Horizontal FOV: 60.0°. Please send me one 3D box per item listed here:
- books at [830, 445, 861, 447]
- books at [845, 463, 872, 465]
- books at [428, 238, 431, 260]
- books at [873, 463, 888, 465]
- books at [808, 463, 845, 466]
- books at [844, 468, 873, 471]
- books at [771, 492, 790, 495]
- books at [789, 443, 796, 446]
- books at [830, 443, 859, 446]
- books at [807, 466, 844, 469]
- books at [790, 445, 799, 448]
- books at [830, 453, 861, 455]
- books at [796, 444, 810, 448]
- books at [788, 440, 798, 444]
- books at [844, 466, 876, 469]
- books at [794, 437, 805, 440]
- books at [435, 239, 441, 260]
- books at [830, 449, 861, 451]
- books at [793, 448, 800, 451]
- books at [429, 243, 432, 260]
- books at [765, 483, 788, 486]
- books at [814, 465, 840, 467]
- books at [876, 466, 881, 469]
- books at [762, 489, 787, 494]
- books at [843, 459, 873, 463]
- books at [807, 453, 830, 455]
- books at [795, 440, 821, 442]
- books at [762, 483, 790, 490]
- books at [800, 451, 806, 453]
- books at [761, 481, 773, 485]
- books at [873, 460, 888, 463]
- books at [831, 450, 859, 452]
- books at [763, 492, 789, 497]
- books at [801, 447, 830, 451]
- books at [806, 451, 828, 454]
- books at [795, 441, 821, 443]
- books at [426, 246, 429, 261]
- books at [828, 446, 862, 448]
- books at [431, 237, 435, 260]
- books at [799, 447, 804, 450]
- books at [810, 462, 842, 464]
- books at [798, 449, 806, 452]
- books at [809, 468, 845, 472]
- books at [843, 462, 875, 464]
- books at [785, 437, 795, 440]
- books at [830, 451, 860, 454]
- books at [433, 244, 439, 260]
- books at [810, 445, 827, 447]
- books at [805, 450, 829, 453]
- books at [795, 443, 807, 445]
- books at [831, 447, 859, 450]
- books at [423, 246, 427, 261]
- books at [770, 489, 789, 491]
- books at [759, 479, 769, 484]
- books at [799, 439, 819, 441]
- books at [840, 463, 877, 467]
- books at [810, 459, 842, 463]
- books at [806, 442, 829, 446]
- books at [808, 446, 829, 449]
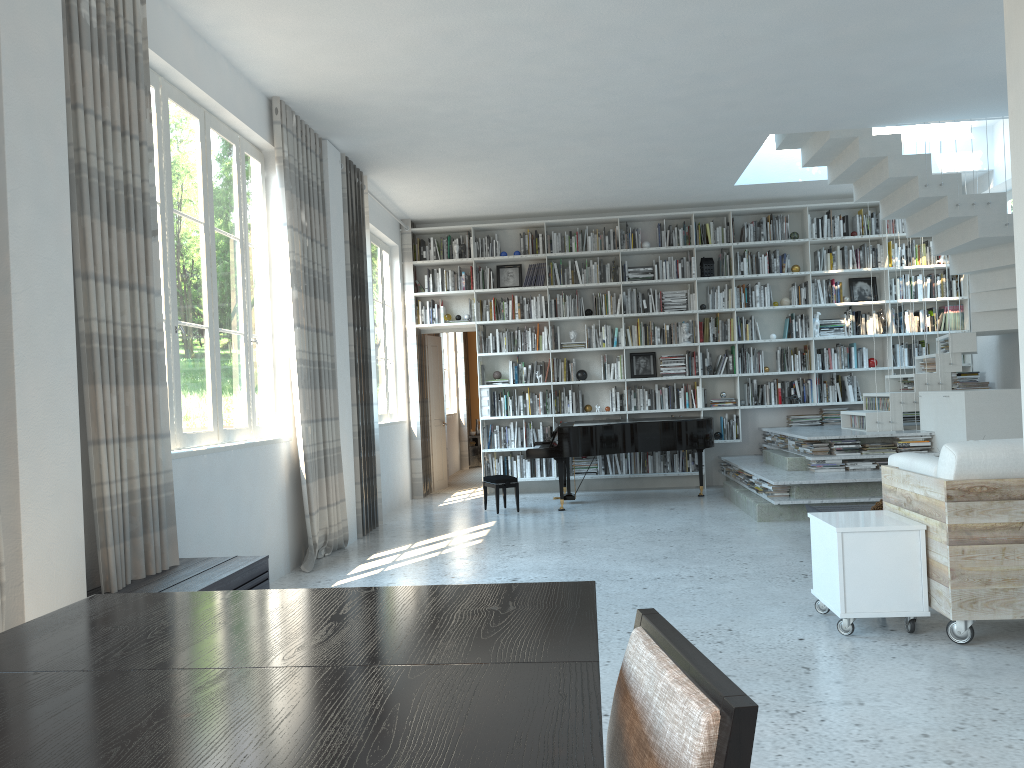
[{"bbox_3d":[3.016,0.557,8.028,0.230,0.015,0.190,-3,-1,10],"label":"books"},{"bbox_3d":[3.095,0.709,7.934,0.211,0.018,0.134,-3,-1,8],"label":"books"},{"bbox_3d":[-0.965,-1.564,10.440,0.010,0.281,0.160,-3,0,5],"label":"books"},{"bbox_3d":[3.377,0.702,7.885,0.287,0.018,0.190,-3,-1,4],"label":"books"},{"bbox_3d":[2.811,0.717,7.943,0.292,0.012,0.159,-3,-1,8],"label":"books"},{"bbox_3d":[3.097,0.757,7.927,0.208,0.015,0.152,-3,-1,3],"label":"books"},{"bbox_3d":[2.292,0.931,7.604,0.132,0.014,0.205,-3,-1,5],"label":"books"},{"bbox_3d":[2.839,0.595,8.747,0.178,0.015,0.187,-3,-1,10],"label":"books"},{"bbox_3d":[3.018,0.541,8.054,0.221,0.018,0.154,-3,-1,6],"label":"books"},{"bbox_3d":[2.812,0.743,7.946,0.285,0.008,0.159,-3,-1,3],"label":"books"},{"bbox_3d":[2.851,0.614,8.746,0.167,0.024,0.192,-3,-1,6],"label":"books"},{"bbox_3d":[3.021,0.631,8.040,0.216,0.015,0.177,-3,-1,3],"label":"books"},{"bbox_3d":[2.821,0.583,8.442,0.177,0.026,0.230,-3,-1,5],"label":"books"},{"bbox_3d":[2.843,0.573,8.747,0.174,0.029,0.250,-3,-1,3],"label":"books"},{"bbox_3d":[3.095,0.740,7.912,0.232,0.019,0.169,-3,-1,0],"label":"books"},{"bbox_3d":[2.803,0.517,8.443,0.189,0.022,0.237,-3,-1,10],"label":"books"},{"bbox_3d":[-0.861,-1.559,10.414,0.057,0.262,0.190,-3,0,5],"label":"books"},{"bbox_3d":[3.019,0.592,8.036,0.215,0.013,0.189,-3,-1,4],"label":"books"},{"bbox_3d":[2.861,0.646,8.745,0.132,0.016,0.262,-3,-1,10],"label":"books"},{"bbox_3d":[-0.946,-1.537,10.447,0.024,0.227,0.157,-3,0,5],"label":"books"},{"bbox_3d":[2.264,0.855,7.606,0.165,0.015,0.243,-3,-1,9],"label":"books"},{"bbox_3d":[2.811,0.729,7.939,0.210,0.012,0.168,-3,-1,9],"label":"books"},{"bbox_3d":[3.378,0.733,7.888,0.250,0.018,0.177,-3,-1,8],"label":"books"},{"bbox_3d":[2.255,0.917,7.607,0.187,0.017,0.205,-3,-1,10],"label":"books"},{"bbox_3d":[3.094,0.689,7.930,0.220,0.013,0.149,-3,-1,4],"label":"books"},{"bbox_3d":[2.821,0.641,8.164,0.144,0.009,0.249,-3,-1,5],"label":"books"},{"bbox_3d":[2.818,0.539,8.442,0.171,0.007,0.260,-3,-1,3],"label":"books"},{"bbox_3d":[2.265,0.876,7.606,0.156,0.027,0.287,-3,-1,0],"label":"books"},{"bbox_3d":[2.831,0.641,8.441,0.142,0.020,0.230,-3,-1,10],"label":"books"},{"bbox_3d":[2.257,0.842,7.606,0.176,0.010,0.266,-3,-1,1],"label":"books"},{"bbox_3d":[3.369,0.689,7.895,0.275,0.009,0.176,-3,-1,5],"label":"books"},{"bbox_3d":[3.021,0.605,8.060,0.207,0.012,0.131,-3,-1,1],"label":"books"},{"bbox_3d":[2.262,0.948,7.606,0.184,0.017,0.230,-3,-1,7],"label":"books"},{"bbox_3d":[2.796,0.597,8.166,0.184,0.014,0.297,-3,-1,4],"label":"books"},{"bbox_3d":[2.805,0.630,8.165,0.161,0.014,0.212,-3,-1,9],"label":"books"},{"bbox_3d":[2.817,0.549,8.442,0.168,0.013,0.281,-3,-1,2],"label":"books"},{"bbox_3d":[-0.982,-1.520,10.458,0.031,0.195,0.145,-3,0,5],"label":"books"},{"bbox_3d":[3.019,0.570,8.049,0.260,0.009,0.153,-3,-1,8],"label":"books"},{"bbox_3d":[-0.922,-1.567,10.435,0.028,0.283,0.189,-3,0,5],"label":"books"},{"bbox_3d":[2.832,0.610,8.441,0.155,0.028,0.189,-3,-1,6],"label":"books"},{"bbox_3d":[2.812,0.706,7.956,0.257,0.010,0.132,-3,-1,9],"label":"books"},{"bbox_3d":[2.827,0.628,8.441,0.154,0.007,0.292,-3,-1,8],"label":"books"},{"bbox_3d":[2.812,0.765,7.926,0.262,0.023,0.200,-3,-1,3],"label":"books"},{"bbox_3d":[3.094,0.698,7.928,0.242,0.005,0.152,-3,-1,6],"label":"books"},{"bbox_3d":[2.829,0.535,8.748,0.192,0.014,0.256,-3,-1,1],"label":"books"},{"bbox_3d":[3.021,0.617,8.054,0.227,0.013,0.148,-3,-1,3],"label":"books"},{"bbox_3d":[-0.893,-1.530,10.423,0.030,0.206,0.175,-3,0,5],"label":"books"},{"bbox_3d":[2.814,0.562,8.165,0.132,0.009,0.269,-3,-1,9],"label":"books"},{"bbox_3d":[2.810,0.616,8.165,0.152,0.015,0.208,-3,-1,2],"label":"books"},{"bbox_3d":[2.816,0.566,8.442,0.187,0.009,0.250,-3,-1,5],"label":"books"},{"bbox_3d":[3.019,0.580,8.047,0.210,0.012,0.168,-3,-1,6],"label":"books"},{"bbox_3d":[-1.013,-1.514,10.435,0.028,0.186,0.182,-3,-1,5],"label":"books"},{"bbox_3d":[2.286,0.898,7.604,0.137,0.019,0.224,-3,-1,6],"label":"books"},{"bbox_3d":[2.249,0.831,7.607,0.192,0.014,0.256,-3,-1,1],"label":"books"},{"bbox_3d":[2.817,0.531,8.442,0.170,0.008,0.208,-3,-1,8],"label":"books"},{"bbox_3d":[3.095,0.724,7.923,0.272,0.012,0.158,-3,-1,3],"label":"books"},{"bbox_3d":[2.810,0.688,7.942,0.234,0.025,0.157,-3,-1,0],"label":"books"},{"bbox_3d":[2.810,0.550,8.165,0.149,0.014,0.228,-3,-1,3],"label":"books"},{"bbox_3d":[2.819,0.583,8.164,0.137,0.012,0.242,-3,-1,6],"label":"books"}]
